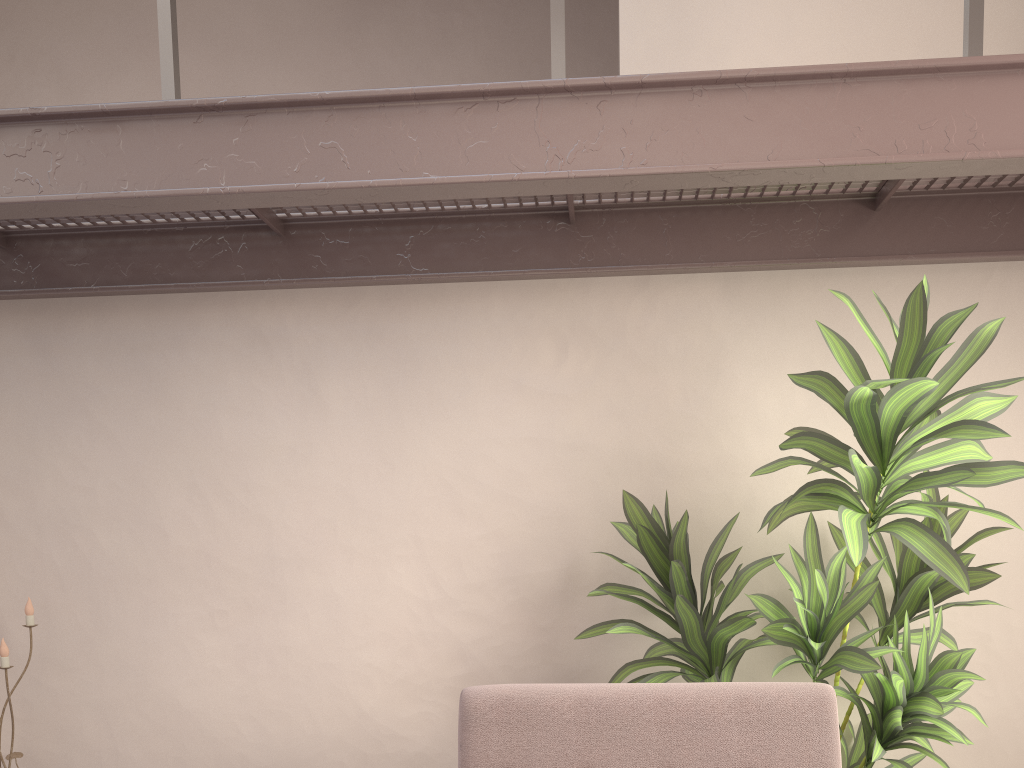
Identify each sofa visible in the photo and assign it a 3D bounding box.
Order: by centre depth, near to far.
[{"bbox_3d":[0.044,0.972,1.117,3.124,0.949,2.193,-2,-8,4],"label":"sofa"}]

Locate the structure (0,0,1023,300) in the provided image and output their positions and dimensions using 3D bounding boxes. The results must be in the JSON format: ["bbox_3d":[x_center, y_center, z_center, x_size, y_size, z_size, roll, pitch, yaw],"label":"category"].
[{"bbox_3d":[-0.816,-0.188,0.895,7.127,3.252,3.820,-2,-4,4],"label":"structure"}]

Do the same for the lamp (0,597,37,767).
[{"bbox_3d":[-1.597,1.218,2.803,0.331,1.140,0.236,2,5,38],"label":"lamp"}]
